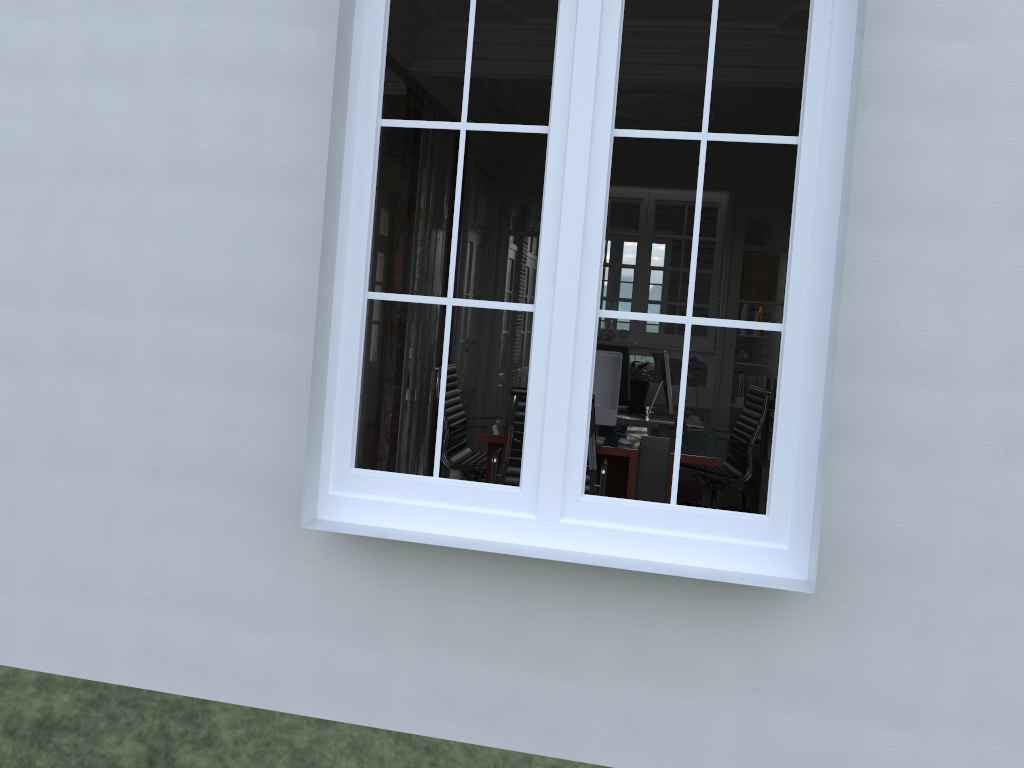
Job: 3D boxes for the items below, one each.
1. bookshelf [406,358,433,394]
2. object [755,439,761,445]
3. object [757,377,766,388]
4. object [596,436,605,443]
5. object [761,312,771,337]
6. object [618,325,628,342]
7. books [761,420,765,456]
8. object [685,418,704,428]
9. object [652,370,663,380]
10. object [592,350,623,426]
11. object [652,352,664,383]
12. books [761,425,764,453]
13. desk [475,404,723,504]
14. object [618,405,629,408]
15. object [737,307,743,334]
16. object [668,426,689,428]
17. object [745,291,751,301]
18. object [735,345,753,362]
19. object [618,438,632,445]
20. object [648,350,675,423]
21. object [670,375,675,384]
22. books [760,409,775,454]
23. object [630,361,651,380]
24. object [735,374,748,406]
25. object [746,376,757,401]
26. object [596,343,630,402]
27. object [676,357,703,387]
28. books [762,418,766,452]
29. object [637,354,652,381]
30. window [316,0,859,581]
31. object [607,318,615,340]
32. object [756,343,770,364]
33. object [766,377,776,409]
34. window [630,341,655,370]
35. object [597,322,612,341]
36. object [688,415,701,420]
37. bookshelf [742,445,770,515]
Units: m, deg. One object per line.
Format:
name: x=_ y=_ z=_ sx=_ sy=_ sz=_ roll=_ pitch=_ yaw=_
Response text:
bookshelf: x=-1.489 y=-0.128 z=14.376 sx=1.401 sy=0.549 sz=0.401 roll=5 pitch=2 yaw=10
object: x=2.225 y=0.519 z=8.215 sx=0.237 sy=0.040 sz=0.294 roll=2 pitch=5 yaw=-34
object: x=2.285 y=0.075 z=8.131 sx=0.078 sy=0.277 sz=0.239 roll=5 pitch=3 yaw=16
object: x=0.287 y=0.284 z=4.840 sx=0.439 sy=0.017 sz=0.119 roll=5 pitch=4 yaw=10
object: x=2.356 y=-0.564 z=8.177 sx=0.078 sy=0.249 sz=0.115 roll=5 pitch=2 yaw=10
object: x=1.064 y=-0.470 z=8.487 sx=0.094 sy=0.188 sz=0.094 roll=4 pitch=2 yaw=-16
books: x=2.052 y=0.403 z=6.754 sx=0.265 sy=0.314 sz=0.025 roll=5 pitch=1 yaw=10
object: x=1.246 y=0.266 z=6.052 sx=0.118 sy=0.017 sz=0.439 roll=5 pitch=4 yaw=10
object: x=1.438 y=-0.099 z=8.511 sx=0.159 sy=0.152 sz=0.217 roll=4 pitch=3 yaw=-5
object: x=0.370 y=0.041 z=5.050 sx=0.484 sy=0.484 sz=0.190 roll=5 pitch=2 yaw=10
object: x=1.366 y=-0.150 z=8.270 sx=0.144 sy=0.278 sz=0.143 roll=5 pitch=2 yaw=24
books: x=2.051 y=0.391 z=6.786 sx=0.249 sy=0.332 sz=0.060 roll=5 pitch=1 yaw=10
desk: x=0.632 y=0.606 z=5.872 sx=1.301 sy=0.726 sz=2.511 roll=5 pitch=4 yaw=10
object: x=0.690 y=0.157 z=6.884 sx=0.439 sy=0.017 sz=0.119 roll=5 pitch=4 yaw=10
object: x=2.093 y=-0.589 z=8.223 sx=0.078 sy=0.249 sz=0.115 roll=5 pitch=2 yaw=10
object: x=1.084 y=0.279 z=5.761 sx=0.149 sy=0.011 sz=0.011 roll=3 pitch=3 yaw=-14
object: x=2.157 y=-0.804 z=8.078 sx=0.056 sy=0.089 sz=0.056 roll=5 pitch=2 yaw=13
object: x=2.112 y=-0.289 z=8.140 sx=0.178 sy=0.161 sz=0.092 roll=7 pitch=3 yaw=38
object: x=0.607 y=0.308 z=4.776 sx=0.059 sy=0.028 sz=0.106 roll=3 pitch=4 yaw=-21
object: x=1.051 y=0.012 z=6.111 sx=0.190 sy=0.484 sz=0.484 roll=5 pitch=3 yaw=10
object: x=1.477 y=-0.044 z=8.256 sx=0.091 sy=0.087 sz=0.093 roll=2 pitch=4 yaw=-44
books: x=2.066 y=0.378 z=6.847 sx=0.259 sy=0.350 sz=0.065 roll=5 pitch=1 yaw=10
object: x=1.193 y=-0.125 z=8.423 sx=0.158 sy=0.179 sz=0.383 roll=6 pitch=4 yaw=36
object: x=2.120 y=0.058 z=8.185 sx=0.078 sy=0.277 sz=0.239 roll=5 pitch=3 yaw=18
object: x=2.210 y=0.065 z=8.182 sx=0.078 sy=0.277 sz=0.245 roll=5 pitch=3 yaw=15
object: x=0.652 y=-0.063 z=6.666 sx=0.485 sy=0.484 sz=0.189 roll=7 pitch=2 yaw=35
object: x=1.655 y=-0.118 z=8.224 sx=0.188 sy=0.272 sz=0.167 roll=2 pitch=3 yaw=-45
books: x=2.049 y=0.409 z=6.732 sx=0.259 sy=0.304 sz=0.040 roll=5 pitch=1 yaw=10
object: x=1.248 y=-0.161 z=8.241 sx=0.128 sy=0.287 sz=0.129 roll=4 pitch=2 yaw=-23
window: x=0.192 y=-0.495 z=2.722 sx=1.528 sy=1.982 sz=0.127 roll=5 pitch=1 yaw=10
object: x=0.947 y=-0.520 z=8.461 sx=0.088 sy=0.271 sz=0.088 roll=5 pitch=2 yaw=5
object: x=2.303 y=-0.276 z=8.134 sx=0.063 sy=0.188 sz=0.126 roll=4 pitch=2 yaw=-18
object: x=2.375 y=0.083 z=8.131 sx=0.078 sy=0.277 sz=0.239 roll=5 pitch=3 yaw=14
window: x=1.366 y=-1.155 z=12.118 sx=1.540 sy=1.936 sz=0.127 roll=5 pitch=1 yaw=10
object: x=0.870 y=-0.482 z=8.354 sx=0.148 sy=0.200 sz=0.148 roll=4 pitch=2 yaw=-8
object: x=1.311 y=0.240 z=6.373 sx=0.059 sy=0.028 sz=0.106 roll=2 pitch=5 yaw=-29
bookshelf: x=2.024 y=0.787 z=6.785 sx=0.436 sy=0.459 sz=1.196 roll=5 pitch=4 yaw=10
